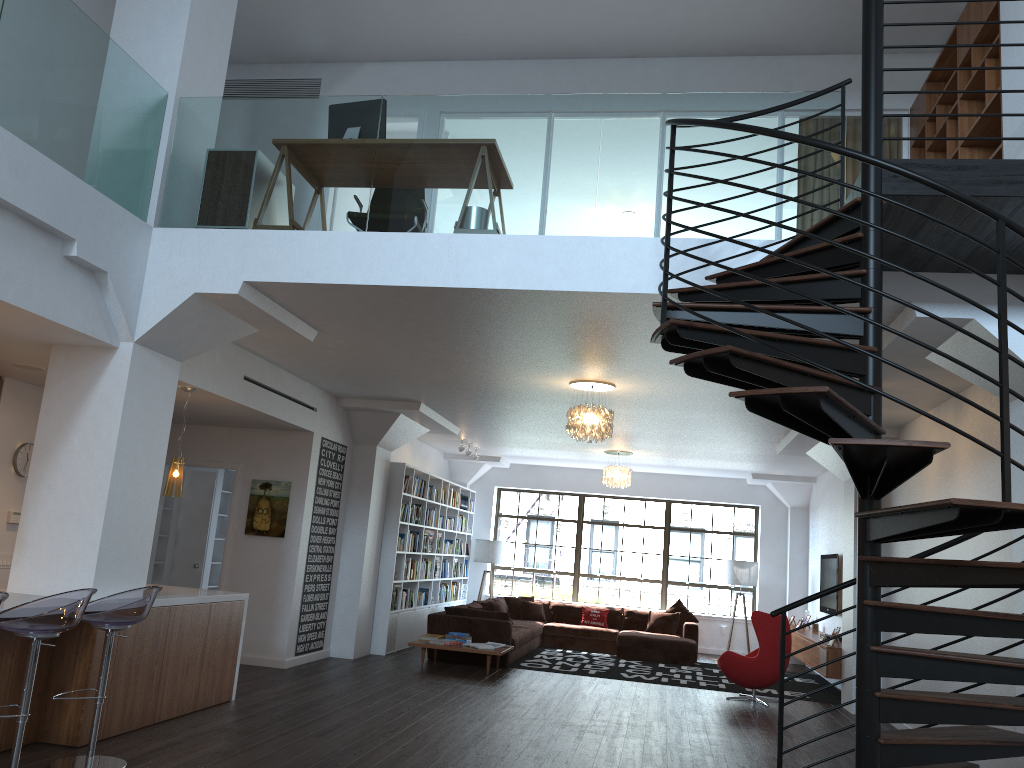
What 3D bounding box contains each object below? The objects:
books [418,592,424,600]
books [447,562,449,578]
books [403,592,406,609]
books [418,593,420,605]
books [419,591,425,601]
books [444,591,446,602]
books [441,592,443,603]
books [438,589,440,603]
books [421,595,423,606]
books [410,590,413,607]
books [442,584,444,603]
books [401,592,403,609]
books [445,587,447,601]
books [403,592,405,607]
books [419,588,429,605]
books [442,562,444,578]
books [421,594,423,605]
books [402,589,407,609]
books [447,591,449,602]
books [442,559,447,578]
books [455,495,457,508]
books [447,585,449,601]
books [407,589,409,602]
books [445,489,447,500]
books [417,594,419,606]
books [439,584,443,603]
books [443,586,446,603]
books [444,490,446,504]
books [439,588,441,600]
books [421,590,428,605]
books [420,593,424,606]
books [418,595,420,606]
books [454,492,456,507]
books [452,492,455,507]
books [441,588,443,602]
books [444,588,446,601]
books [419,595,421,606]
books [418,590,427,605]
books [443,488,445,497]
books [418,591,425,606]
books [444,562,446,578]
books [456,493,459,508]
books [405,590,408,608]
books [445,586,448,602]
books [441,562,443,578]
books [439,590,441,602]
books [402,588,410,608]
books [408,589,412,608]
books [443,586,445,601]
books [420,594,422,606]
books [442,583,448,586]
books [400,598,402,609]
[{"bbox_3d":[-1.347,3.118,12.867,0.128,0.178,0.021,3,-11,10],"label":"books"},{"bbox_3d":[-1.103,2.975,14.197,0.174,0.242,0.105,3,-11,10],"label":"books"},{"bbox_3d":[-1.514,2.904,11.899,0.161,0.223,0.030,3,-11,10],"label":"books"},{"bbox_3d":[-1.395,3.069,12.649,0.134,0.184,0.030,3,-11,10],"label":"books"},{"bbox_3d":[-1.343,3.119,12.931,0.146,0.202,0.027,3,-11,10],"label":"books"},{"bbox_3d":[-1.139,3.349,14.097,0.161,0.223,0.027,3,-11,10],"label":"books"},{"bbox_3d":[-1.167,3.309,13.900,0.161,0.223,0.026,3,-11,10],"label":"books"},{"bbox_3d":[-1.213,3.262,13.720,0.174,0.240,0.045,3,-11,10],"label":"books"},{"bbox_3d":[-1.356,3.112,12.813,0.122,0.169,0.023,3,-11,10],"label":"books"},{"bbox_3d":[-1.460,2.962,12.257,0.174,0.236,0.142,3,-11,10],"label":"books"},{"bbox_3d":[-1.166,3.284,13.946,0.176,0.290,0.053,3,-11,10],"label":"books"},{"bbox_3d":[-1.534,2.872,11.786,0.161,0.223,0.032,3,-11,10],"label":"books"},{"bbox_3d":[-1.140,3.348,14.134,0.174,0.240,0.045,3,-11,10],"label":"books"},{"bbox_3d":[-1.523,2.889,11.871,0.161,0.223,0.033,3,-11,10],"label":"books"},{"bbox_3d":[-1.310,3.143,13.121,0.140,0.231,0.042,3,-11,10],"label":"books"},{"bbox_3d":[-1.157,2.907,13.867,0.174,0.243,0.085,3,-11,10],"label":"books"},{"bbox_3d":[-1.351,3.109,12.791,0.107,0.167,0.017,3,-11,10],"label":"books"},{"bbox_3d":[-1.516,2.886,11.941,0.183,0.253,0.042,3,-11,10],"label":"books"},{"bbox_3d":[-1.106,3.376,14.293,0.160,0.250,0.026,3,-11,10],"label":"books"},{"bbox_3d":[-1.136,2.922,14.058,0.197,0.290,0.136,3,-11,10],"label":"books"},{"bbox_3d":[-1.001,1.890,14.498,0.183,0.253,0.034,3,-11,10],"label":"books"},{"bbox_3d":[-1.116,3.363,14.253,0.180,0.259,0.060,3,-11,10],"label":"books"},{"bbox_3d":[-1.497,2.911,12.049,0.160,0.251,0.039,3,-11,10],"label":"books"},{"bbox_3d":[-1.114,1.754,13.832,0.160,0.251,0.039,3,-11,10],"label":"books"},{"bbox_3d":[-1.394,3.063,12.601,0.128,0.178,0.022,3,-11,10],"label":"books"},{"bbox_3d":[-1.193,3.264,13.840,0.198,0.284,0.066,3,-11,10],"label":"books"},{"bbox_3d":[-1.151,3.317,14.015,0.183,0.253,0.034,3,-11,10],"label":"books"},{"bbox_3d":[-1.115,1.761,13.794,0.161,0.223,0.032,3,-11,10],"label":"books"},{"bbox_3d":[-1.197,3.278,13.751,0.161,0.223,0.026,3,-11,10],"label":"books"},{"bbox_3d":[-1.321,3.141,13.035,0.146,0.202,0.027,3,-11,10],"label":"books"},{"bbox_3d":[-1.351,3.116,12.841,0.126,0.173,0.032,3,-11,10],"label":"books"},{"bbox_3d":[-1.389,3.077,12.673,0.128,0.178,0.022,3,-11,10],"label":"books"},{"bbox_3d":[-1.012,1.877,14.434,0.183,0.253,0.034,3,-11,10],"label":"books"},{"bbox_3d":[-1.024,1.864,14.353,0.171,0.246,0.057,3,-11,10],"label":"books"},{"bbox_3d":[-1.172,3.291,13.878,0.160,0.250,0.026,3,-11,10],"label":"books"},{"bbox_3d":[-1.146,3.330,14.059,0.171,0.246,0.057,3,-11,10],"label":"books"},{"bbox_3d":[-1.370,3.098,12.704,0.110,0.153,0.019,3,-11,10],"label":"books"},{"bbox_3d":[-1.330,3.124,12.955,0.146,0.202,0.027,3,-11,10],"label":"books"},{"bbox_3d":[-1.128,1.741,13.768,0.160,0.251,0.031,3,-11,10],"label":"books"},{"bbox_3d":[-1.344,3.118,12.897,0.139,0.191,0.036,3,-11,10],"label":"books"},{"bbox_3d":[-1.138,2.921,13.951,0.182,0.253,0.098,3,-11,10],"label":"books"},{"bbox_3d":[-0.980,1.910,14.597,0.183,0.253,0.034,3,-11,10],"label":"books"},{"bbox_3d":[-1.501,2.906,12.011,0.171,0.246,0.039,3,-11,10],"label":"books"},{"bbox_3d":[-1.122,3.350,14.171,0.183,0.253,0.034,3,-11,10],"label":"books"},{"bbox_3d":[-1.174,2.881,13.770,0.182,0.255,0.077,3,-11,10],"label":"books"},{"bbox_3d":[-1.203,3.280,13.784,0.168,0.231,0.037,3,-11,10],"label":"books"},{"bbox_3d":[-1.492,2.915,12.089,0.180,0.259,0.042,3,-11,10],"label":"books"},{"bbox_3d":[-1.473,2.935,12.171,0.183,0.253,0.042,3,-11,10],"label":"books"},{"bbox_3d":[-1.160,3.311,13.984,0.183,0.253,0.034,3,-11,10],"label":"books"},{"bbox_3d":[-1.366,3.099,12.742,0.120,0.167,0.020,3,-11,10],"label":"books"},{"bbox_3d":[-1.124,3.338,14.210,0.176,0.290,0.036,3,-11,10],"label":"books"},{"bbox_3d":[-1.547,2.852,11.761,0.160,0.251,0.031,3,-11,10],"label":"books"}]
